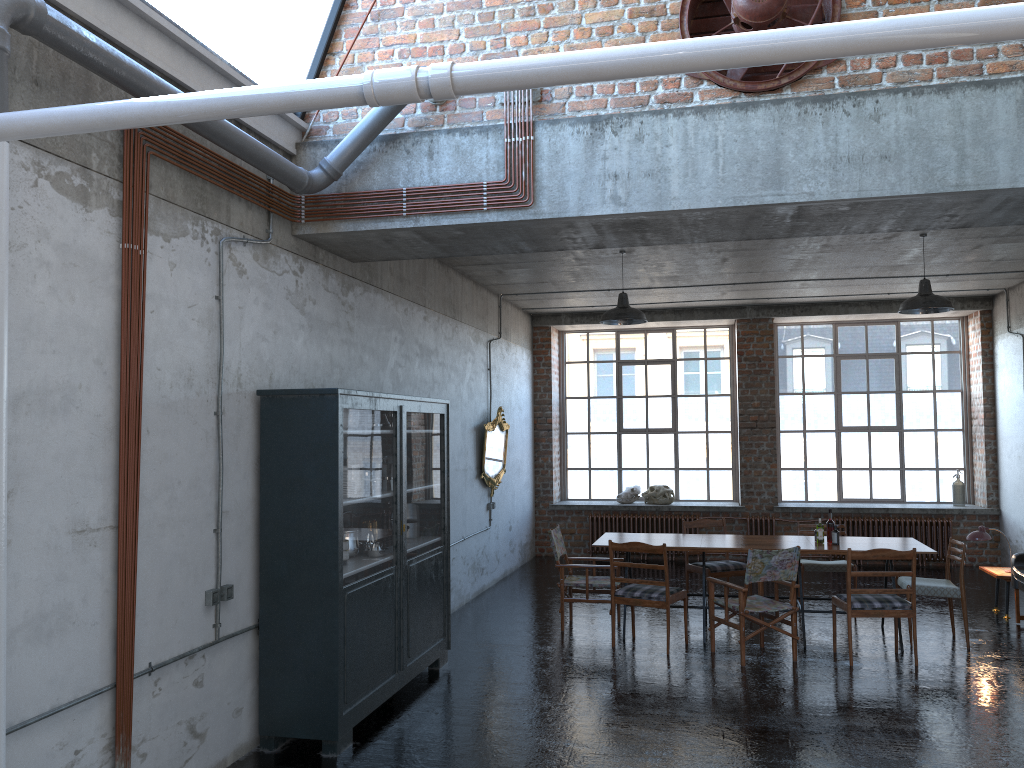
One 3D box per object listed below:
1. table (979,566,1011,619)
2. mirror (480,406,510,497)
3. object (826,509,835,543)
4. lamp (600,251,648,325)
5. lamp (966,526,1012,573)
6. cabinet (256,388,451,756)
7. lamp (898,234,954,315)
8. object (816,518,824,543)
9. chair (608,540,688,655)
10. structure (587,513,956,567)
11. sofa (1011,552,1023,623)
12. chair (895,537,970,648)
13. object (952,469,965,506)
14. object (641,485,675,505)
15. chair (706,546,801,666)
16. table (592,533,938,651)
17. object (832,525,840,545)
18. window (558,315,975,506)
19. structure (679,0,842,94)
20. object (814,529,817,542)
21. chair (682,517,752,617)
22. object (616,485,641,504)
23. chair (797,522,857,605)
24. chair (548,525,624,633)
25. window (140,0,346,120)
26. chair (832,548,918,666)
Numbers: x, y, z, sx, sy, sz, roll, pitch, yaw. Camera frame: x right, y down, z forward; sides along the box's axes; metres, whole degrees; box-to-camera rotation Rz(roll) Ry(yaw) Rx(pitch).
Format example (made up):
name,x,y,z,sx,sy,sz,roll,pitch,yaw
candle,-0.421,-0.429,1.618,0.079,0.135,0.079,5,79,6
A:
name,x,y,z,sx,sy,sz,roll,pitch,yaw
table,5.514,2.233,9.441,0.811,0.458,0.649,-1,-3,13
mirror,-0.198,0.883,11.564,0.172,1.182,1.339,-1,-3,13
object,3.106,1.383,8.646,0.075,0.324,0.075,-3,-4,38
lamp,1.171,-1.093,9.365,0.502,0.891,0.502,-2,-3,17
lamp,5.154,1.771,9.532,0.496,0.492,0.220,-1,-3,5
cabinet,-1.091,1.235,6.759,0.572,2.297,2.386,-1,-3,13
lamp,4.040,-1.156,8.691,0.502,0.891,0.502,-2,-3,17
object,2.999,1.426,8.628,0.070,0.235,0.041,-1,-3,13
chair,1.276,1.962,8.288,0.573,1.028,0.509,-2,-4,33
structure,3.778,2.339,13.354,5.349,0.713,0.232,-1,-3,13
sofa,5.241,1.842,7.749,0.929,1.045,2.610,-1,-3,13
chair,3.982,1.958,8.384,0.577,0.971,0.589,-1,-3,13
object,6.645,1.543,13.200,0.172,0.551,0.172,1,-4,-33
object,2.302,1.757,14.107,0.418,0.305,0.625,0,-3,-13
chair,2.142,1.916,7.829,0.574,1.031,0.713,0,-3,-17
table,2.417,2.019,8.778,3.112,0.917,1.067,-1,-3,13
object,3.106,1.449,8.512,0.051,0.180,0.097,0,-3,-15
window,8.142,2.028,13.539,19.864,12.900,0.747,-1,-3,13
structure,1.602,-2.420,5.793,1.058,1.096,0.808,-1,-3,13
object,3.021,1.467,8.740,0.077,0.173,0.077,0,-3,-1
chair,2.283,2.036,9.868,0.573,1.028,0.509,1,-3,-22
object,1.880,1.781,14.270,0.281,0.281,0.575,-3,-4,39
chair,3.445,2.036,9.760,0.589,0.971,0.577,-1,-3,13
chair,0.768,1.998,9.129,0.713,1.031,0.574,-1,-3,13
window,-2.044,-3.269,2.495,0.994,2.404,8.048,-1,-3,13
chair,3.149,1.915,7.728,0.573,1.028,0.509,-1,-3,3
